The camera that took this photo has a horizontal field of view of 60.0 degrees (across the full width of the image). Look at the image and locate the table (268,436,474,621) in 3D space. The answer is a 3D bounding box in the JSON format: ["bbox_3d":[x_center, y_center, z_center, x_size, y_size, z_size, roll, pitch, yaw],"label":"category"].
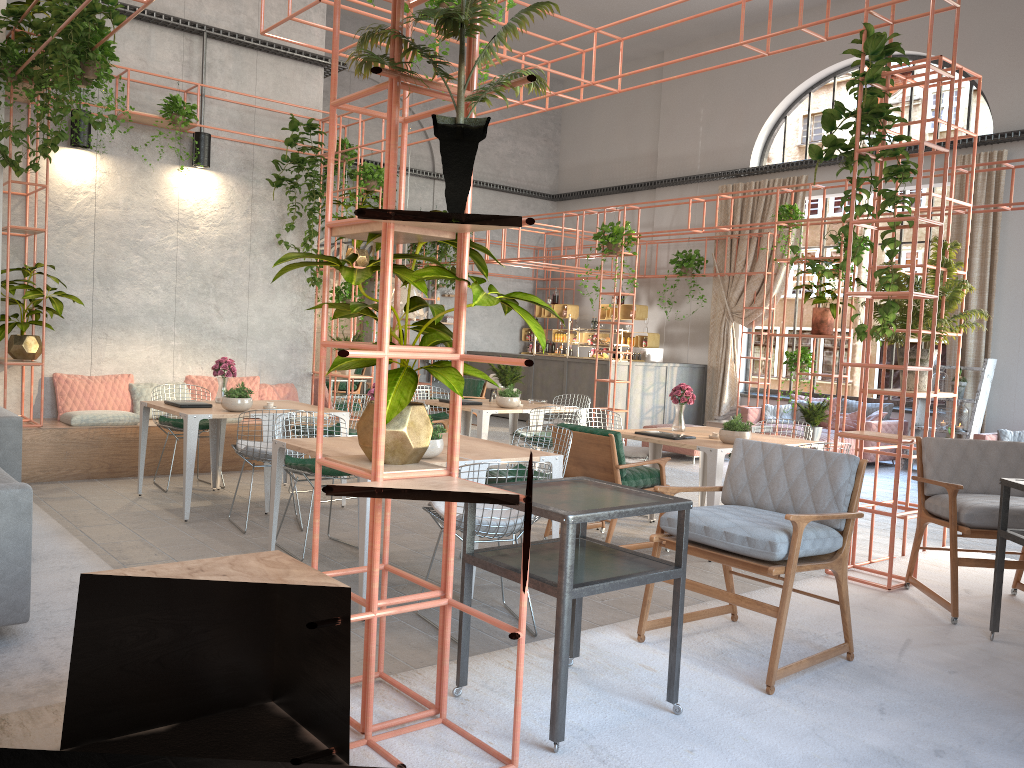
[{"bbox_3d":[-0.884,0.805,5.346,0.694,0.830,1.205,1,4,-39],"label":"table"}]

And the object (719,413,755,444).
[{"bbox_3d":[1.721,0.348,6.836,0.247,0.247,0.252,1,4,-39],"label":"object"}]

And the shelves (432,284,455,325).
[{"bbox_3d":[-1.372,-1.608,17.999,0.560,0.790,0.186,1,4,-39],"label":"shelves"}]

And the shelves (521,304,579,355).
[{"bbox_3d":[0.884,-0.763,18.771,0.328,1.838,1.750,1,4,-39],"label":"shelves"}]

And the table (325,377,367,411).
[{"bbox_3d":[-2.660,0.313,13.616,0.635,0.798,0.602,1,4,-39],"label":"table"}]

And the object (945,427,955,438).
[{"bbox_3d":[5.938,0.814,11.980,0.236,0.464,0.225,5,3,29],"label":"object"}]

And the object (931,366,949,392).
[{"bbox_3d":[5.987,-0.072,12.403,0.216,0.500,0.216,3,3,-7],"label":"object"}]

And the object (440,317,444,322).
[{"bbox_3d":[-1.441,-1.355,17.988,0.081,0.204,0.081,1,4,-39],"label":"object"}]

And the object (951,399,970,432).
[{"bbox_3d":[6.082,0.426,12.029,0.216,0.430,0.219,6,4,44],"label":"object"}]

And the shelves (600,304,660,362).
[{"bbox_3d":[2.091,-0.623,17.285,0.328,1.838,1.750,1,4,-39],"label":"shelves"}]

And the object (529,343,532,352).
[{"bbox_3d":[0.406,-0.786,19.170,0.070,0.209,0.070,6,4,41],"label":"object"}]

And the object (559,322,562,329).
[{"bbox_3d":[1.011,-1.219,18.480,0.083,0.159,0.083,1,3,-30],"label":"object"}]

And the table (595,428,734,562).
[{"bbox_3d":[1.351,0.841,7.100,0.694,0.830,1.205,1,4,-39],"label":"table"}]

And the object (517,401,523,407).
[{"bbox_3d":[0.062,0.197,9.272,0.115,0.078,0.115,1,4,-33],"label":"object"}]

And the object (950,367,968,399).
[{"bbox_3d":[6.146,-0.029,12.201,0.212,0.457,0.217,2,3,-22],"label":"object"}]

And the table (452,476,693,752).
[{"bbox_3d":[0.221,0.801,3.286,0.635,0.798,0.602,1,4,-39],"label":"table"}]

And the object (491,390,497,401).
[{"bbox_3d":[-0.114,0.115,9.877,0.210,0.154,0.165,6,4,40],"label":"object"}]

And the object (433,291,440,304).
[{"bbox_3d":[-1.517,-1.771,17.882,0.136,0.336,0.145,2,3,-25],"label":"object"}]

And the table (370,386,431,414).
[{"bbox_3d":[-1.557,0.441,12.258,0.635,0.798,0.602,1,4,-39],"label":"table"}]

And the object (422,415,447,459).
[{"bbox_3d":[-0.513,0.300,5.081,0.247,0.247,0.252,1,4,-39],"label":"object"}]

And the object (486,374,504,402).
[{"bbox_3d":[-0.165,0.049,9.727,0.241,0.313,0.241,3,3,6],"label":"object"}]

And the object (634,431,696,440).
[{"bbox_3d":[1.225,0.416,7.104,0.268,0.031,0.427,1,4,-39],"label":"object"}]

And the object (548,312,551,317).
[{"bbox_3d":[0.829,-1.475,18.736,0.123,0.142,0.141,1,4,-39],"label":"object"}]

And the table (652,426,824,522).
[{"bbox_3d":[1.889,0.845,7.543,0.694,0.830,1.214,1,4,-39],"label":"table"}]

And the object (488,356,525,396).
[{"bbox_3d":[-0.049,-0.046,9.414,0.438,0.527,0.368,1,4,-39],"label":"object"}]

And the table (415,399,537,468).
[{"bbox_3d":[-0.412,0.625,9.244,0.694,0.830,1.205,1,4,-39],"label":"table"}]

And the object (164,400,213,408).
[{"bbox_3d":[-2.728,0.168,7.467,0.268,0.031,0.427,1,4,-39],"label":"object"}]

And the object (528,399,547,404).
[{"bbox_3d":[0.282,0.193,9.783,0.218,0.041,0.218,1,3,-31],"label":"object"}]

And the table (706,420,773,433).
[{"bbox_3d":[3.381,0.814,13.248,0.520,0.455,0.916,1,4,-39],"label":"table"}]

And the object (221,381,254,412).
[{"bbox_3d":[-2.232,0.100,7.198,0.248,0.247,0.254,1,4,-39],"label":"object"}]

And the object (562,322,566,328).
[{"bbox_3d":[1.068,-1.212,18.410,0.083,0.159,0.083,1,3,-30],"label":"object"}]

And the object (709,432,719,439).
[{"bbox_3d":[1.639,0.413,7.124,0.115,0.073,0.115,0,4,-45],"label":"object"}]

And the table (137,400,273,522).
[{"bbox_3d":[-2.603,0.605,7.464,0.694,0.830,1.205,1,4,-39],"label":"table"}]

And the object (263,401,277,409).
[{"bbox_3d":[-2.059,0.178,7.548,0.115,0.078,0.115,1,4,-33],"label":"object"}]

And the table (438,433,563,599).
[{"bbox_3d":[-0.347,0.810,5.787,0.694,0.830,1.214,1,4,-39],"label":"table"}]

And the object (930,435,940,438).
[{"bbox_3d":[5.801,0.871,12.193,0.208,0.320,0.192,1,4,-33],"label":"object"}]

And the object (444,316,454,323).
[{"bbox_3d":[-1.276,-1.321,18.125,0.219,0.149,0.129,1,4,-39],"label":"object"}]

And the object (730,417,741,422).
[{"bbox_3d":[3.306,0.563,13.236,0.199,0.145,0.156,2,3,-24],"label":"object"}]

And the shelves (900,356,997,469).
[{"bbox_3d":[6.054,0.426,12.318,0.856,1.618,0.842,1,4,-39],"label":"shelves"}]

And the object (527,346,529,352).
[{"bbox_3d":[0.358,-0.753,19.246,0.073,0.131,0.073,2,3,-14],"label":"object"}]

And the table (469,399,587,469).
[{"bbox_3d":[0.126,0.629,9.686,0.694,0.830,1.214,1,4,-39],"label":"table"}]

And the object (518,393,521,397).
[{"bbox_3d":[0.046,0.144,9.734,0.095,0.119,0.095,2,3,-15],"label":"object"}]

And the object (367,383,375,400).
[{"bbox_3d":[-0.826,0.166,5.728,0.225,0.414,0.213,6,4,43],"label":"object"}]

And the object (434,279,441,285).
[{"bbox_3d":[-1.501,-2.073,17.857,0.133,0.145,0.133,4,3,13],"label":"object"}]

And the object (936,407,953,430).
[{"bbox_3d":[5.955,0.475,12.236,0.223,0.297,0.223,2,3,-20],"label":"object"}]

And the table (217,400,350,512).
[{"bbox_3d":[-2.065,0.610,7.906,0.694,0.830,1.214,1,4,-39],"label":"table"}]

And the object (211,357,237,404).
[{"bbox_3d":[-2.548,-0.035,7.850,0.225,0.414,0.213,6,4,43],"label":"object"}]

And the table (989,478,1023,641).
[{"bbox_3d":[2.648,0.887,4.034,0.602,0.798,0.635,3,3,1],"label":"table"}]

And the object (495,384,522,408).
[{"bbox_3d":[-0.041,0.120,8.978,0.248,0.247,0.254,1,4,-39],"label":"object"}]

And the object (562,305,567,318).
[{"bbox_3d":[1.119,-1.506,18.478,0.137,0.261,0.137,3,3,-3],"label":"object"}]
